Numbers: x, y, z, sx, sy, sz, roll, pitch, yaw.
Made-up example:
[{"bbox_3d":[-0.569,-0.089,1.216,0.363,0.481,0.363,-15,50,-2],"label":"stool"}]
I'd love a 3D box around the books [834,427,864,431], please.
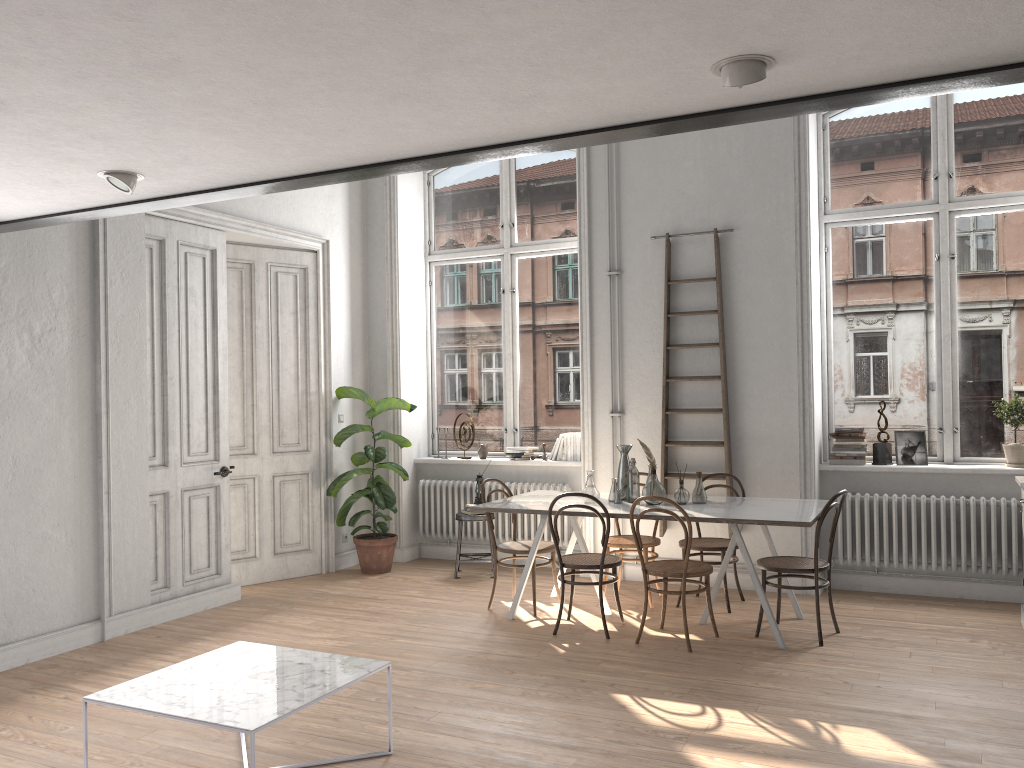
[{"bbox_3d":[2.599,0.344,6.837,0.201,0.024,0.159,-1,-1,16],"label":"books"}]

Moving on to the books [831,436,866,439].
[{"bbox_3d":[2.596,0.409,6.828,0.244,0.019,0.174,-1,-1,26],"label":"books"}]

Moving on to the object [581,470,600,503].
[{"bbox_3d":[0.538,0.706,6.101,0.132,0.219,0.132,-1,0,15],"label":"object"}]

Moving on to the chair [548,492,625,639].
[{"bbox_3d":[0.479,1.133,5.744,0.438,0.920,0.549,-1,0,21],"label":"chair"}]

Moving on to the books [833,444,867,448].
[{"bbox_3d":[2.601,0.475,6.825,0.205,0.022,0.155,-2,-1,40],"label":"books"}]

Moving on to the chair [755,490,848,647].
[{"bbox_3d":[1.803,1.108,5.529,0.549,0.920,0.438,-1,0,39],"label":"chair"}]

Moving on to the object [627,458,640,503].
[{"bbox_3d":[0.834,0.660,6.099,0.086,0.301,0.086,-1,0,12],"label":"object"}]

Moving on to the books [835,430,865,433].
[{"bbox_3d":[2.600,0.366,6.826,0.205,0.020,0.155,-1,-1,26],"label":"books"}]

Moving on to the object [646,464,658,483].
[{"bbox_3d":[0.968,0.682,6.114,0.098,0.255,0.100,-1,0,3],"label":"object"}]

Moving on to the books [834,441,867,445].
[{"bbox_3d":[2.607,0.451,6.829,0.222,0.024,0.158,-1,-1,26],"label":"books"}]

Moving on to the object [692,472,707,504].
[{"bbox_3d":[1.260,0.696,5.965,0.101,0.212,0.101,-1,0,-25],"label":"object"}]

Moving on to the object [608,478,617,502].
[{"bbox_3d":[0.710,0.735,6.159,0.083,0.158,0.083,-1,0,22],"label":"object"}]

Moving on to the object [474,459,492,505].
[{"bbox_3d":[-0.253,0.840,7.640,0.163,0.383,0.154,-1,0,0],"label":"object"}]

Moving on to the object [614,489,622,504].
[{"bbox_3d":[0.723,0.765,6.047,0.058,0.094,0.058,-1,0,-36],"label":"object"}]

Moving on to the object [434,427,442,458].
[{"bbox_3d":[-0.702,0.560,8.462,0.095,0.289,0.095,-1,0,-33],"label":"object"}]

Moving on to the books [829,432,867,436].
[{"bbox_3d":[2.588,0.388,6.832,0.231,0.023,0.162,-2,-1,42],"label":"books"}]

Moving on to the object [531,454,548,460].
[{"bbox_3d":[0.239,0.657,7.981,0.153,0.048,0.088,-1,-1,-24],"label":"object"}]

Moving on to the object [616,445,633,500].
[{"bbox_3d":[0.794,0.622,6.243,0.116,0.383,0.116,-1,0,37],"label":"object"}]

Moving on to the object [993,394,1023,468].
[{"bbox_3d":[3.694,0.330,6.302,0.500,0.524,0.234,-1,0,15],"label":"object"}]

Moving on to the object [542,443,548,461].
[{"bbox_3d":[0.290,0.604,7.893,0.048,0.153,0.088,-1,0,-4],"label":"object"}]

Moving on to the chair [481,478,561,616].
[{"bbox_3d":[0.062,1.149,6.403,0.549,0.920,0.438,-1,0,34],"label":"chair"}]

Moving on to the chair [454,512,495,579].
[{"bbox_3d":[-0.310,1.367,7.597,0.364,0.522,0.360,-1,0,0],"label":"chair"}]

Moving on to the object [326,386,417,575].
[{"bbox_3d":[0.963,0.672,6.464,5.827,1.842,0.792,-1,0,31],"label":"object"}]

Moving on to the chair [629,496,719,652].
[{"bbox_3d":[0.989,1.121,5.455,0.438,0.920,0.549,-1,0,37],"label":"chair"}]

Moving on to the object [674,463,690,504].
[{"bbox_3d":[1.136,0.662,5.941,0.107,0.283,0.107,-1,0,21],"label":"object"}]

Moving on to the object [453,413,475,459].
[{"bbox_3d":[-0.444,0.485,8.294,0.087,0.425,0.347,-1,0,-32],"label":"object"}]

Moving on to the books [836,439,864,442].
[{"bbox_3d":[2.601,0.429,6.826,0.205,0.022,0.155,-1,-1,21],"label":"books"}]

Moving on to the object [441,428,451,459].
[{"bbox_3d":[-0.622,0.558,8.359,0.095,0.289,0.095,-1,0,-42],"label":"object"}]

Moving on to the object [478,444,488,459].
[{"bbox_3d":[-0.270,0.622,8.206,0.100,0.142,0.102,-1,0,1],"label":"object"}]

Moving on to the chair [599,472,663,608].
[{"bbox_3d":[0.897,1.137,6.586,0.438,0.920,0.549,-1,0,24],"label":"chair"}]

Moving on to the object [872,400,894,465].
[{"bbox_3d":[2.808,0.368,6.730,0.102,0.488,0.122,-1,0,-40],"label":"object"}]

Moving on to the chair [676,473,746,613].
[{"bbox_3d":[1.446,1.125,6.406,0.438,0.920,0.549,-1,0,33],"label":"chair"}]

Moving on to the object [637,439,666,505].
[{"bbox_3d":[0.948,0.584,5.945,0.157,0.446,0.157,-1,0,44],"label":"object"}]
